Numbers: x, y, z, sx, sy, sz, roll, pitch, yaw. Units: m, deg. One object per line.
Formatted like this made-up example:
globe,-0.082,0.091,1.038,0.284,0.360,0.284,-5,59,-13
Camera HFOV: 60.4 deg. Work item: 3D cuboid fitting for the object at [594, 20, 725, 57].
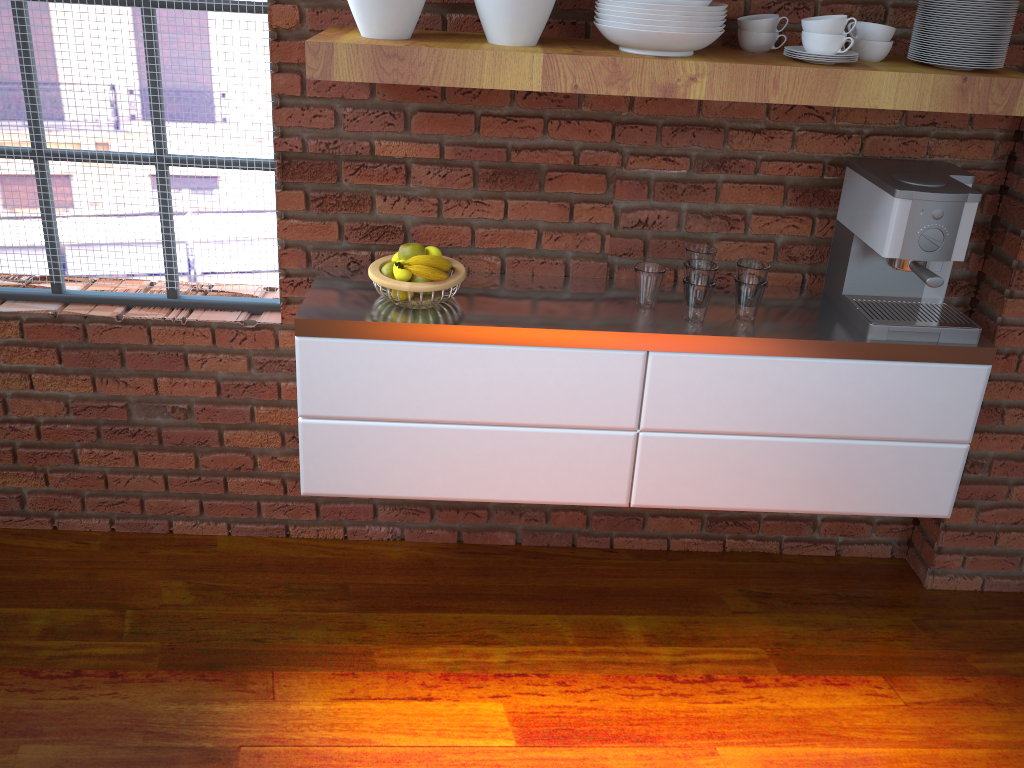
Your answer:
object,0.316,-0.752,1.915,0.282,0.053,0.294,-6,28,-17

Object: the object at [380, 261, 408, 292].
object,-0.284,-0.260,2.128,0.074,0.072,0.075,-9,27,-25

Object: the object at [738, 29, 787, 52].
object,0.569,-0.794,2.039,0.092,0.045,0.103,-7,28,-20

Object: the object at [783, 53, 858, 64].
object,0.665,-0.702,1.903,0.156,0.012,0.158,-19,34,-36

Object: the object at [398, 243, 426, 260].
object,-0.241,-0.311,2.129,0.068,0.059,0.072,9,26,13

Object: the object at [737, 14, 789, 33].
object,0.566,-0.821,2.024,0.093,0.056,0.103,-13,30,-30

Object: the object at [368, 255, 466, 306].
object,-0.230,-0.248,2.139,0.240,0.068,0.242,-21,35,-39

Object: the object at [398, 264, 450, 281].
object,-0.189,-0.253,2.079,0.065,0.090,0.181,18,30,30

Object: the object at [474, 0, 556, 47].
object,0.007,-0.855,1.882,0.194,0.239,0.199,-10,27,-28

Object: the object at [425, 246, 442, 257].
object,-0.197,-0.316,2.159,0.056,0.044,0.048,22,31,35

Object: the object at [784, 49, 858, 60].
object,0.666,-0.710,1.900,0.156,0.012,0.158,-19,34,-36

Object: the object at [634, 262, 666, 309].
object,0.332,-0.237,2.149,0.078,0.099,0.081,-11,28,-29

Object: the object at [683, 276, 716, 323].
object,0.437,-0.198,2.081,0.078,0.099,0.080,15,26,25

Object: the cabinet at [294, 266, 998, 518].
cabinet,0.302,0.016,2.255,1.621,0.456,0.352,2,24,-2

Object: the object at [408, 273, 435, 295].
object,-0.211,-0.248,2.116,0.077,0.063,0.080,18,28,28

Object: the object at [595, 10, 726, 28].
object,0.317,-0.771,1.907,0.282,0.053,0.294,-6,28,-17

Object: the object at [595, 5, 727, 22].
object,0.318,-0.780,1.904,0.282,0.053,0.294,-6,28,-17

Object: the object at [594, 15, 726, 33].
object,0.317,-0.761,1.911,0.282,0.053,0.294,-6,28,-17

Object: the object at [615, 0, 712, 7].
object,0.319,-0.805,1.894,0.214,0.053,0.223,-2,27,-10

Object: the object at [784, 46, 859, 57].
object,0.666,-0.714,1.899,0.156,0.012,0.158,-19,34,-36

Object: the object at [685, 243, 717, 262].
object,0.462,-0.287,2.179,0.078,0.099,0.080,15,26,25

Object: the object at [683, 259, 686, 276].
object,0.460,-0.253,2.192,0.078,0.099,0.080,15,26,25

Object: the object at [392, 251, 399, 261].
object,-0.272,-0.306,2.173,0.045,0.045,0.057,17,28,27

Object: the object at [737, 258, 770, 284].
object,0.567,-0.238,2.093,0.078,0.099,0.081,7,24,9

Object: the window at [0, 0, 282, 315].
window,2.064,-1.706,4.444,17.428,9.501,3.790,-2,23,-11

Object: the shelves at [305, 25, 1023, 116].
shelves,0.345,-0.705,1.967,1.535,0.073,0.353,2,27,-2

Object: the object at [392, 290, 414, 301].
object,-0.259,-0.219,2.085,0.056,0.044,0.047,17,28,28

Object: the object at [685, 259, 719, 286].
object,0.439,-0.232,2.068,0.078,0.099,0.080,15,26,25

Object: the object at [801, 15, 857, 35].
object,0.664,-0.757,1.873,0.092,0.056,0.104,-5,27,-17

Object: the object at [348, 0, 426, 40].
object,-0.268,-0.866,1.872,0.196,0.239,0.197,20,29,33

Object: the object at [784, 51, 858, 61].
object,0.666,-0.705,1.902,0.156,0.012,0.158,-19,34,-36

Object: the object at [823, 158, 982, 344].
object,0.967,-0.324,2.107,0.270,0.354,0.396,2,25,-2

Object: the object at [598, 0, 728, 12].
object,0.319,-0.798,1.897,0.282,0.053,0.294,-6,28,-17

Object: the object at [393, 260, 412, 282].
object,-0.258,-0.267,2.079,0.045,0.051,0.054,-2,25,-13

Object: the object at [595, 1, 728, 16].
object,0.318,-0.788,1.900,0.282,0.053,0.294,-6,28,-17
